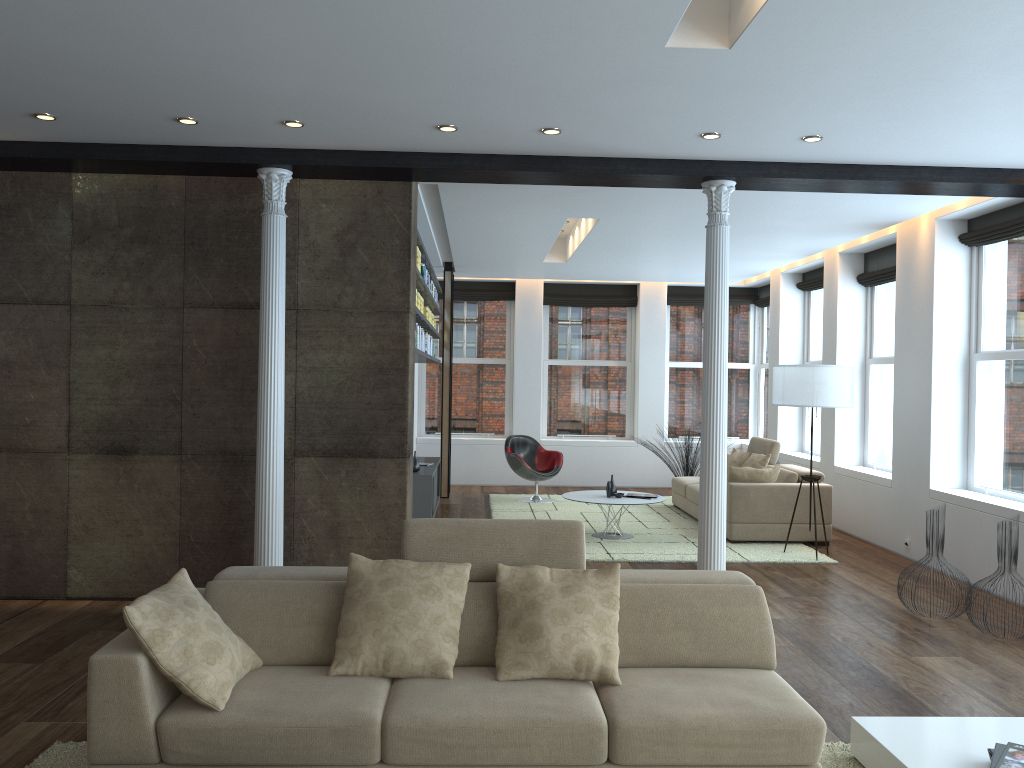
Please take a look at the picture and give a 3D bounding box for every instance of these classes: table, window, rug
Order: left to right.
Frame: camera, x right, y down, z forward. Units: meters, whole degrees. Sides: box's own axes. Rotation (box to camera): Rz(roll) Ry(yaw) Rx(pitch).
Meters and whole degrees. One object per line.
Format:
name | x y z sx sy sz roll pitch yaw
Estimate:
window | -0.685 -0.323 13.234 1.420 2.400 0.123 1 0 -2
window | 1.134 -0.291 13.306 1.420 2.400 0.123 1 0 -2
table | 1.003 1.314 8.800 1.022 0.393 1.022 1 0 42
rug | 0.284 1.541 2.269 4.231 0.020 2.972 1 0 -2
rug | 1.266 1.520 9.767 2.972 0.020 4.231 1 0 -2
window | 2.979 -0.259 13.372 1.474 2.400 0.123 1 0 -2
window | 3.838 -0.231 10.815 0.123 2.400 1.444 1 0 -2
window | 3.908 -0.220 9.021 0.123 2.400 1.345 1 0 -2
window | 9.669 0.438 19.026 34.761 17.917 13.698 1 0 -2
window | 3.990 -0.208 6.955 0.123 2.400 1.391 1 0 -2
table | 1.866 1.469 3.234 0.900 0.170 0.900 1 0 -2

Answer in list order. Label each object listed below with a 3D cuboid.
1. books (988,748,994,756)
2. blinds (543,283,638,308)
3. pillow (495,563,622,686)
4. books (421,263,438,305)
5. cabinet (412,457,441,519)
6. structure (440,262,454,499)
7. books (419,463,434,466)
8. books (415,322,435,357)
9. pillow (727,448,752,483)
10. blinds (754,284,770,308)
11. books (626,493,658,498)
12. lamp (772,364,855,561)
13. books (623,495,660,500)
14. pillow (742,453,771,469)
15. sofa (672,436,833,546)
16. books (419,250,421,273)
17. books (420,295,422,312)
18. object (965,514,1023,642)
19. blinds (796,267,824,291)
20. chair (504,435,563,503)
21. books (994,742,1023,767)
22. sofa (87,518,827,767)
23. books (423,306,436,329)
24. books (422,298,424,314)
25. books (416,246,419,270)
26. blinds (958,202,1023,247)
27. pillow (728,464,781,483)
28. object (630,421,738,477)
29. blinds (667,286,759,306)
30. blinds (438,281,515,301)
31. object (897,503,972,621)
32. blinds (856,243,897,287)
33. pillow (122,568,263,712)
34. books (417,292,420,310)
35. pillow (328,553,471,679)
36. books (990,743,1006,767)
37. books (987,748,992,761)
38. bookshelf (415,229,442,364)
books | 1.805 1.331 3.052 0.220 0.010 0.300 1 0 13
blinds | 1.155 -1.320 13.207 1.422 0.363 0.156 1 0 -2
pillow | 0.183 0.948 3.578 0.519 0.416 0.368 1 0 2
books | -0.978 -1.028 9.673 0.242 0.237 2.981 1 0 -2
cabinet | -1.049 1.184 9.691 0.450 0.603 2.000 1 0 -2
structure | -0.860 -0.048 11.756 0.120 3.059 0.600 1 0 -2
books | -1.036 0.878 9.728 0.300 0.010 0.220 1 0 13
books | -0.949 -0.408 8.656 0.242 0.237 2.981 1 0 -2
pillow | 2.526 0.956 10.165 0.368 0.416 0.519 1 0 -7
blinds | 3.722 -1.290 12.619 0.156 0.327 1.377 1 0 -2
books | 1.296 1.109 8.817 0.300 0.010 0.220 1 0 13
lamp | 2.693 0.696 7.978 0.698 1.728 0.698 1 0 22
books | 1.282 1.118 8.795 0.300 0.010 0.220 1 0 33
pillow | 2.563 0.949 9.541 0.301 0.439 0.534 1 0 -6
sofa | 2.539 1.077 9.795 1.018 0.950 2.581 1 0 -2
books | -0.864 -0.999 7.426 0.189 0.228 0.249 1 0 -2
books | -0.945 -0.713 8.272 0.209 0.220 0.278 1 0 -4
object | 3.102 1.193 5.554 0.458 0.781 0.458 1 0 -3
blinds | 3.794 -1.306 10.804 0.156 0.275 1.442 1 0 -2
chair | 0.278 1.078 11.368 0.810 0.818 0.669 1 0 -23
books | 1.805 1.311 3.052 0.220 0.010 0.300 1 0 38
sofa | -0.189 1.061 3.563 2.581 0.950 1.021 1 0 -2
books | -1.044 -0.734 10.316 0.242 0.237 1.489 1 0 -2
books | -0.954 -0.716 8.543 0.189 0.228 0.249 1 0 -2
books | -0.856 -0.996 7.155 0.209 0.220 0.278 1 0 -4
blinds | 3.947 -1.283 6.948 0.156 0.275 1.396 1 0 -2
pillow | 2.355 0.971 8.772 0.518 0.393 0.395 1 0 -6
object | 2.257 1.013 11.597 1.119 1.014 1.125 1 0 -16
blinds | 2.986 -1.314 13.279 1.442 0.312 0.155 1 0 -2
blinds | -0.657 -1.380 13.135 1.412 0.307 0.156 1 0 -2
object | 2.866 1.187 6.011 0.458 0.781 0.458 1 0 -3
blinds | 3.864 -1.236 9.014 0.156 0.393 1.342 1 0 -2
pillow | -1.192 0.937 3.298 0.395 0.393 0.518 1 0 1
books | -0.934 -0.713 8.028 0.189 0.228 0.249 1 0 -2
pillow | -0.441 0.927 3.566 0.534 0.439 0.301 1 0 1
books | 1.784 1.320 3.065 0.220 0.010 0.300 1 0 33
books | 1.783 1.340 3.066 0.220 0.010 0.300 1 0 23
bookshelf | -1.014 -0.724 8.997 0.400 0.942 4.804 1 0 -2
